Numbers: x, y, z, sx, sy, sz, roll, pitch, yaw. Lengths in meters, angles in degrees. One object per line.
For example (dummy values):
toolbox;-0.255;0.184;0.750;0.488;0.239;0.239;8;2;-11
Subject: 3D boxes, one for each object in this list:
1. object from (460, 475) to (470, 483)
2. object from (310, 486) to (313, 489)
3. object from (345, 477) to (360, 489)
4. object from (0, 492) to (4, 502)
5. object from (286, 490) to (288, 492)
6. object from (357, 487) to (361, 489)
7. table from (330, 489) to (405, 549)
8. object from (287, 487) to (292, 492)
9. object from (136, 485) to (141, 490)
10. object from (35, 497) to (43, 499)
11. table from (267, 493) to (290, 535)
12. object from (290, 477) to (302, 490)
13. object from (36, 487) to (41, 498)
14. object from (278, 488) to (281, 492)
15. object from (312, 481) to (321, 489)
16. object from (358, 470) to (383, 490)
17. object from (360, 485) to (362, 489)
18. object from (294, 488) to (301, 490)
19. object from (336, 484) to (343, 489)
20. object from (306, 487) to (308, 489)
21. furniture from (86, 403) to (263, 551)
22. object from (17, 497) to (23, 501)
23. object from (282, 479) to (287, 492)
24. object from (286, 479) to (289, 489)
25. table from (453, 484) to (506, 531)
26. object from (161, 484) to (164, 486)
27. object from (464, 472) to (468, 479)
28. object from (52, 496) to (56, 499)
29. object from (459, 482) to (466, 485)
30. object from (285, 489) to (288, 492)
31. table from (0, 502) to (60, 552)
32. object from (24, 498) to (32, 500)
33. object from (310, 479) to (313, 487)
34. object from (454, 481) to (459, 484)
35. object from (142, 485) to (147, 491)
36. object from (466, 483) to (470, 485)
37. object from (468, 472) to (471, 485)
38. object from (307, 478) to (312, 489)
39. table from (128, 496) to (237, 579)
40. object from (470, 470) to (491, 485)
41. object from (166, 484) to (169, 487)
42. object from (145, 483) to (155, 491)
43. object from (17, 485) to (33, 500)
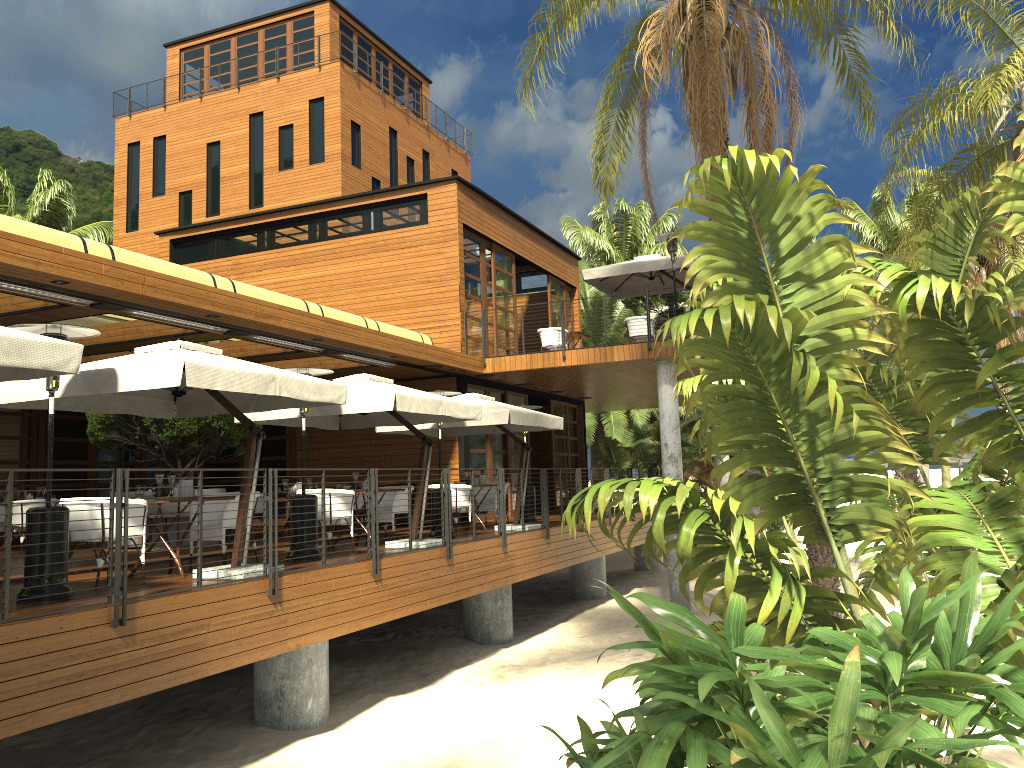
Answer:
object;-0.801;1.626;14.945;0.163;0.179;0.167;-5;-8;25
object;-3.554;1.861;15.724;0.086;0.086;0.086;-7;-8;33
object;-2.142;1.331;11.826;0.163;0.179;0.167;-5;-8;25
object;-7.993;1.767;13.802;0.167;0.179;0.163;-9;-9;43
object;-3.953;1.889;15.638;0.080;0.042;0.080;-4;-7;13
object;-2.076;1.415;11.978;0.080;0.042;0.080;0;-7;-16
table;-2.024;1.782;11.713;0.931;0.751;0.930;-5;-7;23
object;-3.879;1.848;15.493;0.086;0.086;0.086;-5;-7;24
object;-6.901;1.986;16.394;0.082;0.227;0.082;2;-8;-29
object;-7.437;1.820;13.947;0.116;0.065;0.116;-8;-9;43
table;-3.762;2.291;15.726;1.165;0.751;1.164;-6;-8;28
object;-3.795;1.788;15.786;0.263;0.264;0.263;1;-7;-21
object;-7.565;1.764;14.164;0.082;0.227;0.082;-7;-9;34
object;-4.180;1.901;15.870;0.086;0.086;0.086;-7;-8;33
object;-3.437;1.800;15.637;0.163;0.179;0.167;0;-7;-18
object;-1.868;1.267;11.713;0.263;0.264;0.263;1;-7;-22
object;-1.986;1.396;11.943;0.116;0.065;0.116;-5;-7;21
object;-3.750;1.858;15.529;0.116;0.065;0.116;-3;-7;5
object;-2.269;1.362;11.635;0.086;0.086;0.086;-6;-8;27
object;-3.731;1.904;16.050;0.086;0.086;0.086;-5;-7;24
furniture;-5.297;1.182;13.980;2.615;2.729;2.689;-4;-7;13
object;-7.528;1.771;13.569;0.086;0.086;0.086;-2;-7;-4
object;-3.987;1.782;15.528;0.082;0.227;0.082;0;-8;-15
object;-4.054;1.829;15.933;0.082;0.227;0.082;2;-9;-32
table;-0.690;2.076;14.815;0.931;0.751;0.930;-5;-7;23
object;-6.490;1.976;16.443;0.082;0.227;0.082;1;-8;-24
object;-0.782;1.624;15.177;0.082;0.227;0.082;-5;-8;24
object;-7.220;1.800;13.940;0.086;0.086;0.086;-2;-7;1
object;-0.819;1.661;14.725;0.116;0.065;0.116;-3;-7;4
object;-3.994;1.893;15.759;0.116;0.065;0.116;0;-7;-17
table;-7.605;2.218;13.779;1.166;0.751;1.163;-2;-7;3
object;-7.473;1.792;13.683;0.116;0.065;0.116;1;-7;-23
object;-3.636;1.823;16.021;0.082;0.227;0.082;0;-8;-15
object;-0.927;1.657;14.754;0.086;0.086;0.086;-5;-7;23
object;-6.968;2.034;16.812;0.082;0.227;0.082;1;-8;-24
object;-0.726;1.664;14.687;0.080;0.042;0.080;-1;-7;-8
object;-0.688;1.561;14.633;0.082;0.227;0.082;-5;-8;24
object;-3.564;1.773;15.591;0.082;0.227;0.082;2;-9;-32
table;-3.354;1.490;8.619;0.931;0.751;0.930;-5;-7;23
object;-0.526;1.562;14.833;0.263;0.264;0.263;1;-7;-22
object;-6.531;2.024;16.865;0.082;0.227;0.082;2;-8;-29
object;-6.738;1.993;16.647;0.263;0.264;0.263;0;-7;-18
object;-7.612;1.716;13.850;0.263;0.264;0.263;-8;-9;40
